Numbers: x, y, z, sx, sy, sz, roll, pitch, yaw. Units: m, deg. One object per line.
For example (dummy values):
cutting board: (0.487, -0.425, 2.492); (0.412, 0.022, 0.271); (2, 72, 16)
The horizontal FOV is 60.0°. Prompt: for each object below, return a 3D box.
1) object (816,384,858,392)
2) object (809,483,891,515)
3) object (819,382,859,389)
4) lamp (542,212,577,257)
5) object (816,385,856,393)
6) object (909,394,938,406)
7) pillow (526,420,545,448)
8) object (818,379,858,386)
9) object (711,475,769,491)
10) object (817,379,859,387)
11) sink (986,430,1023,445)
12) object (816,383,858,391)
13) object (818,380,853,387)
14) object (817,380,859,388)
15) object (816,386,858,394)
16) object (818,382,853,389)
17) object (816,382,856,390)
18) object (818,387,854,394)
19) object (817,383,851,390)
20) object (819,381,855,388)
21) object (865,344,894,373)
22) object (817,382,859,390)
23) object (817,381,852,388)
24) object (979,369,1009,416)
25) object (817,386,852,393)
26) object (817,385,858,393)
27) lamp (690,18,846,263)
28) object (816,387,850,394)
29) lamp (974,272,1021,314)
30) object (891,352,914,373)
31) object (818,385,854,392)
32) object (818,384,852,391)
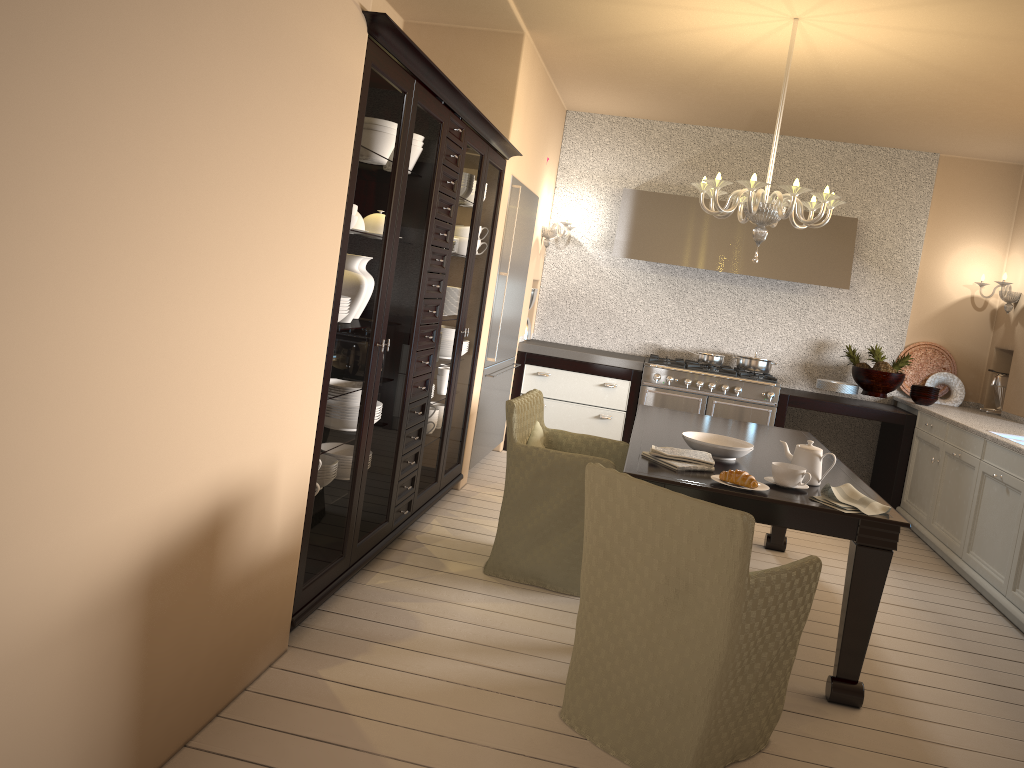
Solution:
object: (2.253, 0.031, 6.142); (0.278, 0.011, 0.279); (8, 7, -4)
object: (1.122, 0.374, 2.924); (0.204, 0.063, 0.198); (5, 7, -28)
object: (2.256, 0.011, 6.141); (0.278, 0.011, 0.279); (8, 7, -4)
lamp: (0.329, -1.110, 6.614); (0.269, 0.339, 0.480); (9, 6, 7)
object: (2.252, 0.039, 6.143); (0.278, 0.011, 0.279); (8, 7, -4)
object: (2.801, 0.115, 6.040); (0.180, 0.063, 0.181); (7, 7, -13)
pillow: (0.144, 0.327, 3.836); (0.192, 0.294, 0.441); (9, 6, 8)
object: (2.259, -0.006, 6.139); (0.278, 0.011, 0.279); (8, 7, -4)
object: (0.768, 0.338, 2.989); (0.194, 0.014, 0.195); (7, 7, -15)
object: (2.258, -0.003, 6.139); (0.278, 0.011, 0.279); (8, 7, -4)
sink: (2.778, 0.273, 4.574); (0.459, 0.480, 0.540); (9, 6, 9)
object: (2.253, 0.025, 6.142); (0.278, 0.011, 0.279); (8, 7, -4)
object: (2.257, 0.000, 6.140); (0.278, 0.011, 0.279); (8, 7, -4)
object: (2.257, 0.003, 6.139); (0.278, 0.011, 0.279); (8, 7, -4)
object: (2.251, 0.044, 6.143); (0.278, 0.011, 0.279); (8, 7, -4)
object: (2.255, 0.014, 6.140); (0.278, 0.011, 0.279); (8, 7, -4)
object: (2.255, 0.019, 6.142); (0.278, 0.011, 0.279); (8, 7, -4)
object: (2.250, 0.047, 6.143); (0.278, 0.011, 0.279); (8, 7, -4)
object: (2.254, 0.022, 6.141); (0.278, 0.011, 0.279); (8, 7, -4)
object: (2.257, 0.005, 6.140); (0.278, 0.011, 0.279); (8, 7, -4)
object: (2.559, -0.146, 6.187); (0.160, 0.277, 0.270); (8, 6, -9)
object: (2.255, 0.016, 6.141); (0.278, 0.011, 0.279); (8, 7, -4)
object: (2.256, 0.008, 6.140); (0.278, 0.011, 0.279); (8, 7, -4)
object: (3.513, 0.080, 6.180); (0.391, 0.305, 0.383); (9, 6, 9)
object: (2.252, 0.041, 6.143); (0.278, 0.011, 0.279); (8, 7, -4)
object: (2.252, 0.036, 6.142); (0.278, 0.011, 0.279); (8, 7, -4)
lamp: (1.205, -1.111, 4.046); (0.677, 1.124, 0.701); (11, 6, 27)
object: (2.250, 0.049, 6.144); (0.278, 0.011, 0.279); (8, 7, -4)
lamp: (3.383, -0.622, 6.115); (0.264, 0.266, 0.480); (9, 6, 7)
object: (2.698, -0.101, 6.265); (0.275, 0.284, 0.139); (8, 5, -6)
object: (2.252, 0.033, 6.142); (0.278, 0.011, 0.279); (8, 7, -4)
object: (2.254, 0.027, 6.142); (0.278, 0.011, 0.279); (8, 7, -4)
